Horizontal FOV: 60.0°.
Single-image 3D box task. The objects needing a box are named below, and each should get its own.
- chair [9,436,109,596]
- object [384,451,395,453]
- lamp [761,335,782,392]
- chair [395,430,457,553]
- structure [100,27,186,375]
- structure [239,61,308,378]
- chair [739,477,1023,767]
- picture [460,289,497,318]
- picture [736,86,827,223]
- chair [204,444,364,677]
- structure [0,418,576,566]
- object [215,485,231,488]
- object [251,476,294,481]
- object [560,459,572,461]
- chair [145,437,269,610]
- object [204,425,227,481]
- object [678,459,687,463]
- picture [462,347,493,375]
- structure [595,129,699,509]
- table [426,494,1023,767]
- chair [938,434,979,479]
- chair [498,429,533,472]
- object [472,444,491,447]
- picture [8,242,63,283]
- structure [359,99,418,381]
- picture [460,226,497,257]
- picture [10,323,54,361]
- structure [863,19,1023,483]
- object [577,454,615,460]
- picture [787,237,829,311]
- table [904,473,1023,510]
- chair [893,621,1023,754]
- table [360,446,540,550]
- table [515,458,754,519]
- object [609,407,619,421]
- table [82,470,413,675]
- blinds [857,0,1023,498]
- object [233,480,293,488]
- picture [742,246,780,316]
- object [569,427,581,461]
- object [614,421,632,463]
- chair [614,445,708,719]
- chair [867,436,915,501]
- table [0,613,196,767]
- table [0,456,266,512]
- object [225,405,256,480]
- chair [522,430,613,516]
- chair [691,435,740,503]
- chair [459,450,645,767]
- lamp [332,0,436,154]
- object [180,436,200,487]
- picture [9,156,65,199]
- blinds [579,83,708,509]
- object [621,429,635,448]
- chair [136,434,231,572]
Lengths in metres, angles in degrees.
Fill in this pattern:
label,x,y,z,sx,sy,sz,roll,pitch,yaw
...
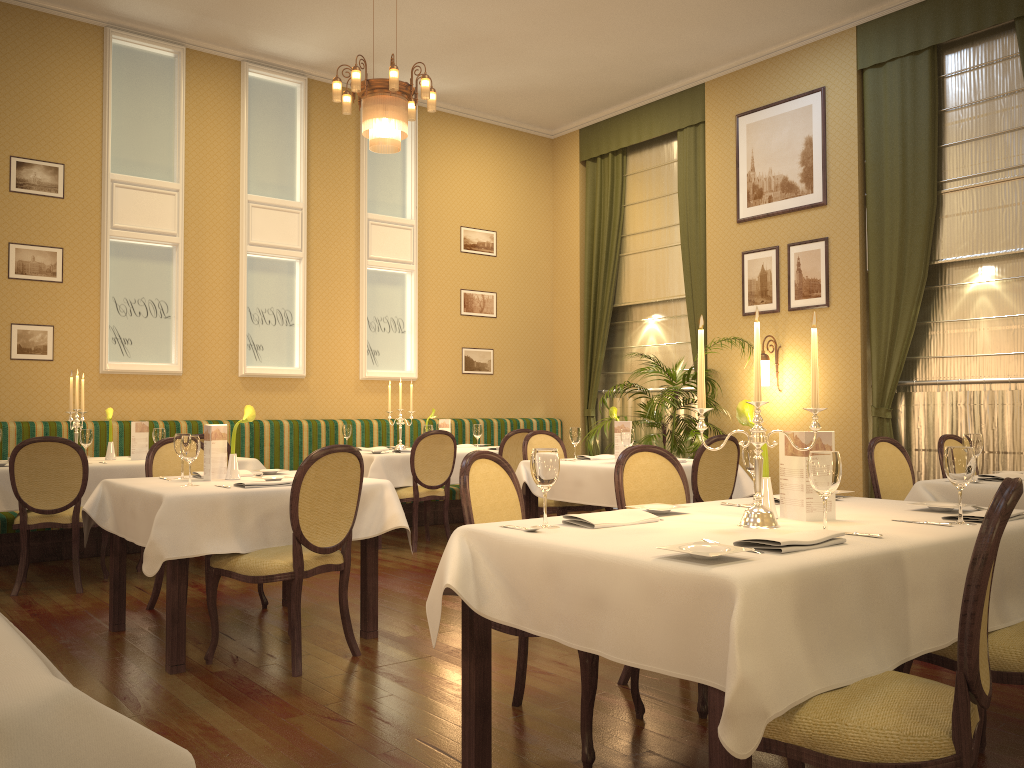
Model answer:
label,x,y,z,sx,sy,sz,roll,pitch,yaw
chair,-2.856,0.799,5.557,0.530,0.955,0.571,0,-2,-13
object,-1.014,0.567,7.378,0.038,0.015,0.181,1,-2,-37
lamp,2.336,-0.188,8.082,0.114,0.513,0.323,-2,-2,41
chair,-0.760,0.848,7.211,0.530,0.955,0.571,1,-2,-38
structure,-3.247,-1.575,7.808,0.687,2.985,0.200,1,-2,-38
structure,-2.306,-1.553,8.547,0.661,2.985,0.200,1,-2,-38
chair,0.802,0.675,1.947,0.571,0.955,0.530,-1,-2,32
picture,-0.375,-0.908,10.020,0.504,0.294,0.008,1,-2,-38
picture,2.471,-2.095,8.211,0.027,1.057,0.966,1,-2,-38
chair,-0.980,0.743,3.946,0.571,0.955,0.530,-1,-2,32
structure,-4.974,0.777,5.844,14.516,1.031,0.850,1,-2,-38
object,-1.310,0.460,4.007,0.017,0.010,0.185,1,-2,-38
object,-1.154,0.463,4.285,0.160,0.024,0.160,1,-2,-38
object,0.381,0.526,6.129,0.017,0.010,0.185,1,-2,-37
chair,-1.726,0.777,4.944,0.571,0.955,0.530,-2,-2,42
object,-1.500,0.343,4.428,0.081,0.277,0.166,0,-2,8
object,1.006,0.510,5.842,0.273,0.024,0.142,1,-2,-38
picture,-0.384,-0.257,9.990,0.437,0.294,0.008,1,-2,-38
structure,1.508,-0.857,9.699,0.123,4.511,1.942,1,-2,-38
table,0.879,0.796,2.726,2.152,0.759,1.385,1,-2,-38
chair,2.828,0.775,5.171,0.530,0.955,0.571,1,-2,-38
chair,-0.077,0.863,7.705,0.530,0.955,0.571,1,-2,-38
object,-0.316,0.604,8.706,0.160,0.024,0.160,1,-2,-38
picture,-3.894,-0.990,7.257,0.401,0.294,0.008,1,-2,-38
structure,-1.308,-1.529,9.330,0.670,2.985,0.200,1,-2,-38
picture,-0.376,-1.612,10.043,0.504,0.294,0.008,1,-2,-38
picture,-3.907,-0.339,7.225,0.313,0.294,0.008,1,-2,-38
structure,3.666,-0.950,6.942,0.134,4.511,1.900,1,-2,-38
object,0.610,0.522,6.305,0.273,0.033,0.142,1,-2,-38
picture,2.651,-0.979,7.953,0.022,0.619,0.412,1,-2,-38
table,2.982,0.845,4.377,2.152,0.759,1.385,1,-2,-38
chair,1.452,0.692,2.513,0.530,0.955,0.571,1,-2,-38
table,-0.669,0.967,7.945,2.152,0.759,1.385,1,-2,-38
table,0.821,0.903,6.043,1.395,0.759,1.389,1,-2,-37
object,0.728,0.343,6.131,0.076,0.375,0.163,0,-2,-16
table,-1.301,0.853,4.377,1.395,0.759,1.389,1,-2,-37
blinds,3.577,-0.965,6.864,0.129,4.537,1.878,1,-2,-38
object,-1.120,0.457,4.072,0.273,0.024,0.142,1,-2,-38
picture,2.337,-0.965,8.353,0.022,0.619,0.412,1,-2,-38
object,0.441,0.418,6.190,0.088,0.229,0.088,0,-2,10
object,0.716,0.386,5.909,0.081,0.277,0.166,1,-2,-32
chair,0.725,0.726,3.521,0.530,0.955,0.571,1,-2,-38
chair,2.220,0.761,4.694,0.530,0.955,0.571,1,-2,-38
table,-1.473,0.740,0.880,2.152,0.759,1.385,1,-2,-38
table,-2.793,0.917,6.279,2.152,0.759,1.385,1,-2,-38
object,-1.361,0.292,4.430,0.163,0.375,0.076,-1,-2,29
chair,0.391,0.826,6.602,0.530,0.955,0.571,1,-2,-38
chair,1.117,0.792,5.594,0.530,0.955,0.571,1,-2,-38
chair,0.128,0.713,3.064,0.571,0.955,0.530,-1,-2,27
lamp,-0.776,-2.329,5.436,0.593,1.796,0.593,1,-2,-40
object,-1.479,0.354,4.077,0.088,0.229,0.088,0,-2,4
picture,-3.896,-1.695,7.280,0.401,0.294,0.008,1,-2,-38
blinds,1.419,-0.872,9.628,0.225,4.537,1.934,1,-2,-39
object,0.732,0.399,5.610,0.088,0.229,0.088,0,-2,10
chair,-2.219,0.814,6.064,0.530,0.955,0.571,1,-2,-38
